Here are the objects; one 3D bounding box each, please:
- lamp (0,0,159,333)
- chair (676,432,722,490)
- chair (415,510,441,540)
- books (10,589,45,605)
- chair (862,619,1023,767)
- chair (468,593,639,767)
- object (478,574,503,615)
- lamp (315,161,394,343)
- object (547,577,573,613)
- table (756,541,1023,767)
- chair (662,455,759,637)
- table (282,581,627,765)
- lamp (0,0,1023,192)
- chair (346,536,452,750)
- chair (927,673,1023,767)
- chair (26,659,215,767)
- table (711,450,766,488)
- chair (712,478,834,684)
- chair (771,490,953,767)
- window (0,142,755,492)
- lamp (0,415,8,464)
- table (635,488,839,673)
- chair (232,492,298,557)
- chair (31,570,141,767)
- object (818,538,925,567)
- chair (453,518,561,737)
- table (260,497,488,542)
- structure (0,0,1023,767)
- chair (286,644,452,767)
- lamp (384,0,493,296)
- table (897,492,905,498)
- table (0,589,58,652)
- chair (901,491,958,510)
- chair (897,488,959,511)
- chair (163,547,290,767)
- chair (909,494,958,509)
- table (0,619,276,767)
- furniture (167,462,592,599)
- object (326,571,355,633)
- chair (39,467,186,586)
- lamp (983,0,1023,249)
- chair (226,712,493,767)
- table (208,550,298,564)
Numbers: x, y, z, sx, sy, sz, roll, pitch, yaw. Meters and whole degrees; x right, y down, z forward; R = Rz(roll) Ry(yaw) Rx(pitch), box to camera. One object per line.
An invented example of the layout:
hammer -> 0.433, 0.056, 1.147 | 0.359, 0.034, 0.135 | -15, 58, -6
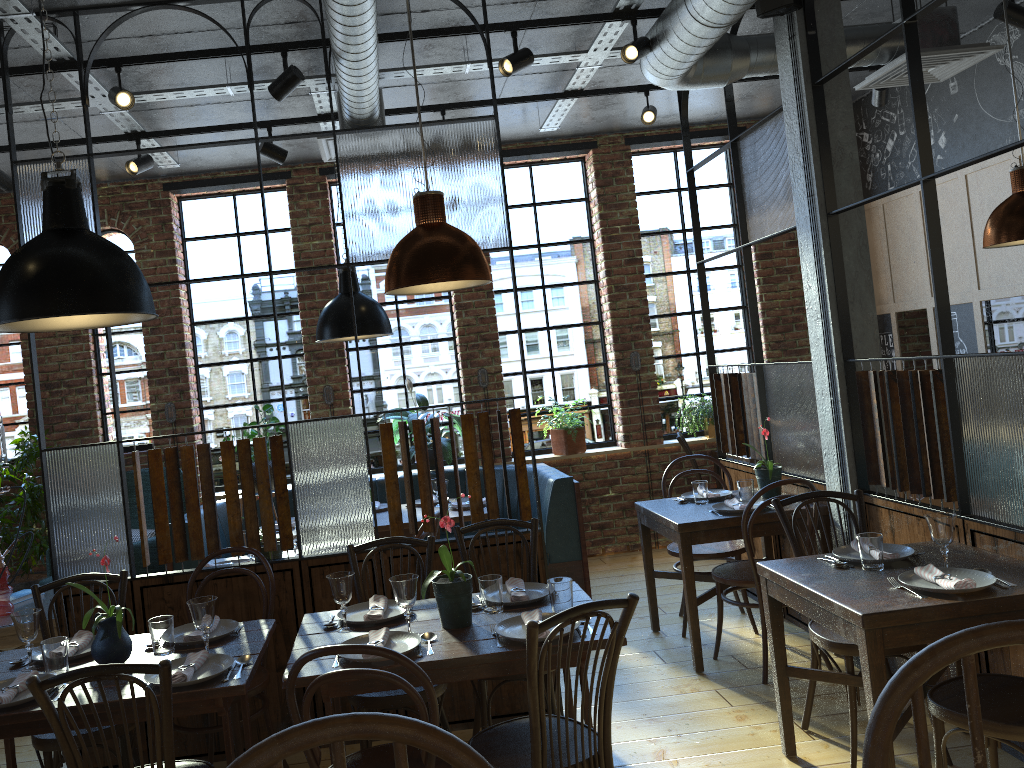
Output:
lamp -> -1.515, -0.858, 2.925 | 0.536, 1.327, 0.522 | -6, -1, 7
chair -> 1.558, 0.800, 6.648 | 0.534, 0.915, 0.395 | -6, -1, 15
chair -> -0.566, 1.085, 4.212 | 0.564, 0.921, 0.426 | -6, -1, 17
books -> -2.931, 1.263, 5.215 | 0.165, 0.028, 0.265 | -6, 1, 18
chair -> 0.653, 0.885, 0.888 | 0.445, 1.196, 0.403 | -7, -1, 14
chair -> 0.105, 1.045, 2.543 | 0.389, 0.915, 0.542 | -6, 0, -31
object -> -0.070, 0.727, 3.040 | 0.080, 0.119, 0.088 | -6, 0, -43
lamp -> -1.125, -0.963, 5.905 | 0.540, 1.327, 0.518 | -6, -1, 12
object -> 0.163, 0.704, 2.898 | 0.081, 0.119, 0.087 | -6, 0, -30
table -> 1.384, 0.995, 2.971 | 0.746, 0.727, 0.755 | -6, 0, -5
chair -> 1.095, 0.886, 4.964 | 0.447, 0.921, 0.539 | -6, 0, 11
table -> -0.179, 1.166, 2.955 | 1.025, 0.728, 0.732 | -6, 0, -5
lamp -> -0.625, -1.471, 2.274 | 7.183, 0.274, 6.305 | -6, 1, -5
chair -> -0.437, 1.088, 3.369 | 0.405, 0.915, 0.521 | -6, 0, -1
chair -> 1.469, 0.896, 2.489 | 0.389, 0.915, 0.542 | -6, 0, -31
chair -> -1.048, 1.173, 2.499 | 0.402, 0.915, 0.525 | -6, 0, -6
table -> 2.038, 0.847, 6.627 | 0.746, 0.727, 0.755 | -6, 0, -5
chair -> 1.210, 0.889, 4.219 | 0.430, 0.921, 0.560 | -6, 0, -14
chair -> 1.308, 0.896, 3.348 | 0.405, 0.915, 0.521 | -6, 0, -1
window -> -2.326, -0.316, 6.133 | 8.163, 2.430, 3.590 | -7, 1, -39
lamp -> -3.119, -0.465, 4.898 | 0.297, 2.120, 0.488 | -7, -1, 18
table -> 1.150, 0.987, 4.599 | 0.746, 0.727, 0.755 | -6, 0, -5
chair -> -1.277, 1.114, 4.792 | 0.513, 1.006, 0.469 | -6, -1, -34
chair -> -1.597, 1.217, 3.315 | 0.393, 0.915, 0.536 | -6, 0, -21
object -> 1.295, 0.608, 3.205 | 0.325, 0.051, 0.270 | -6, 1, -1
chair -> -0.008, 1.038, 3.520 | 0.405, 0.915, 0.521 | -6, 0, -1
table -> -0.882, 1.216, 5.908 | 1.531, 0.661, 0.827 | -6, 0, -4
structure -> -0.133, -0.120, 1.864 | 5.673, 3.327, 6.215 | -7, 1, -22
chair -> -0.343, 1.097, 2.441 | 0.447, 0.921, 0.539 | -6, 0, 11
lamp -> -0.320, -0.986, 2.981 | 0.353, 1.335, 0.383 | -6, -1, -33
table -> 2.812, 0.792, 5.145 | 0.746, 0.727, 0.755 | -6, 0, -5
table -> -2.862, 1.530, 5.007 | 0.729, 0.508, 0.962 | -6, 1, -21
chair -> 2.166, 0.746, 4.267 | 0.525, 1.006, 0.459 | -6, -1, -13
chair -> 2.364, 0.706, 5.127 | 0.439, 1.006, 0.550 | -6, 0, -19
chair -> -1.168, 1.165, 3.524 | 0.447, 0.921, 0.539 | -6, 0, 11
chair -> 2.782, 0.687, 5.628 | 0.454, 0.921, 0.529 | -7, 0, 26
table -> -1.298, 1.291, 2.901 | 1.025, 0.728, 0.732 | -6, 0, -5
furniture -> -0.920, 1.133, 6.182 | 2.597, 0.822, 1.373 | -6, 1, -4
object -> -0.578, 0.748, 3.016 | 0.101, 0.192, 0.096 | -6, 0, 15
chair -> -2.752, 1.196, 6.191 | 0.832, 1.098, 1.002 | -6, 0, 18
lamp -> 2.165, -1.277, 3.796 | 0.353, 1.335, 0.383 | -6, -1, -33
chair -> -0.097, 0.969, 0.819 | 0.428, 1.196, 0.419 | -6, -1, -11
table -> -1.124, 1.244, 4.259 | 0.746, 0.727, 0.755 | -6, 0, -5
